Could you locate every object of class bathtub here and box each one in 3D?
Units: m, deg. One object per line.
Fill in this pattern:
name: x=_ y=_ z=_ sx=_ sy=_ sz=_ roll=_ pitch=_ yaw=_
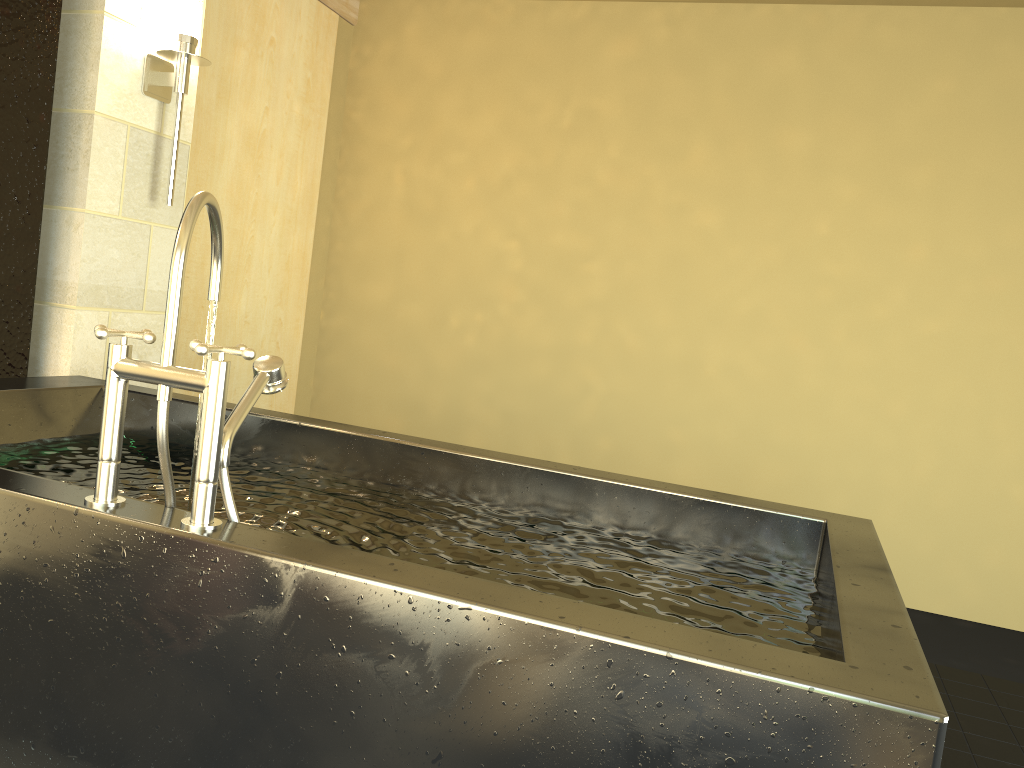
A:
bathtub: x=-0.420 y=0.273 z=1.717 sx=2.133 sy=1.161 sz=1.068 roll=9 pitch=4 yaw=18

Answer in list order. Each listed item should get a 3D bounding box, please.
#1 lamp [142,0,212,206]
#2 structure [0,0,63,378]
lamp: x=-1.117 y=-1.021 z=2.989 sx=0.188 sy=0.836 sz=0.176 roll=9 pitch=4 yaw=18
structure: x=-1.583 y=-0.230 z=2.422 sx=0.094 sy=2.065 sz=0.641 roll=9 pitch=4 yaw=18
